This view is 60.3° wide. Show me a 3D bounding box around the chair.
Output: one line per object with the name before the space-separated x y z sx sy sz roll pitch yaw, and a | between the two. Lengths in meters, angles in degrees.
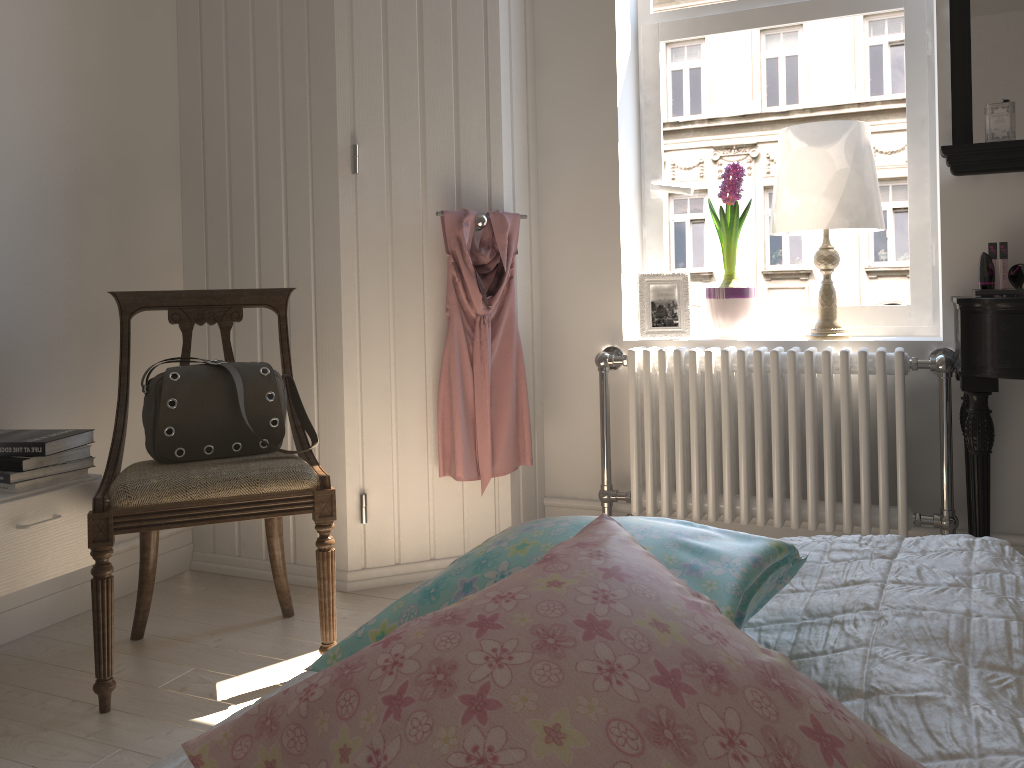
chair | -0.738 0.210 2.178 0.521 0.890 0.538 -2 2 -21

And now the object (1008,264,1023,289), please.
object | 1.339 -0.276 2.340 0.083 0.086 0.080 -3 3 -26

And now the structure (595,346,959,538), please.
structure | 0.757 0.232 2.652 1.067 0.681 0.166 1 1 24

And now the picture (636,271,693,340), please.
picture | 0.504 -0.259 2.917 0.176 0.225 0.050 -1 1 4

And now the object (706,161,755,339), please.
object | 0.708 -0.436 2.871 0.156 0.577 0.157 -1 1 10

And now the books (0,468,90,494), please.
books | -1.166 0.219 2.092 0.242 0.022 0.192 2 7 26

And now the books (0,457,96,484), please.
books | -1.170 0.195 2.102 0.258 0.022 0.213 2 7 29

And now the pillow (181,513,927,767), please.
pillow | 0.034 0.232 0.564 0.395 0.202 0.354 -5 6 -33

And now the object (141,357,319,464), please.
object | -0.686 0.054 2.149 0.401 0.248 0.213 -3 3 -21

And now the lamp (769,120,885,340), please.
lamp | 0.971 -0.464 2.730 0.339 0.652 0.342 0 2 36

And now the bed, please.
bed | 0.472 0.480 0.579 2.210 0.630 1.963 1 6 24

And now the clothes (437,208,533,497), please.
clothes | -0.083 -0.101 2.711 0.330 0.876 0.092 -2 1 -36

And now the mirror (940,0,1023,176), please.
mirror | 1.712 -0.860 2.257 1.117 0.572 0.066 1 1 24

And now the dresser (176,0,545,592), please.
dresser | -0.479 -0.720 2.906 1.024 2.581 0.703 -1 1 24

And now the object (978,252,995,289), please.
object | 1.282 -0.297 2.383 0.054 0.120 0.031 -2 1 -27

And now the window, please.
window | 0.879 -1.050 2.937 0.948 1.781 0.111 -1 1 24

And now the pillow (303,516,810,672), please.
pillow | 0.065 0.222 0.852 0.362 0.168 0.383 1 6 29

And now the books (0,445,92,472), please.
books | -1.164 0.170 2.096 0.239 0.028 0.192 1 6 22

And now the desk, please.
desk | 1.673 0.196 2.091 1.105 0.822 0.437 0 2 24

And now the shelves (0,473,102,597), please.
shelves | -1.353 0.381 1.699 0.368 0.209 1.120 1 6 24

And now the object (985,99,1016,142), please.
object | 1.345 -0.723 2.429 0.072 0.121 0.037 0 1 29

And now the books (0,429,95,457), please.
books | -1.171 0.139 2.104 0.258 0.032 0.192 -1 6 7
